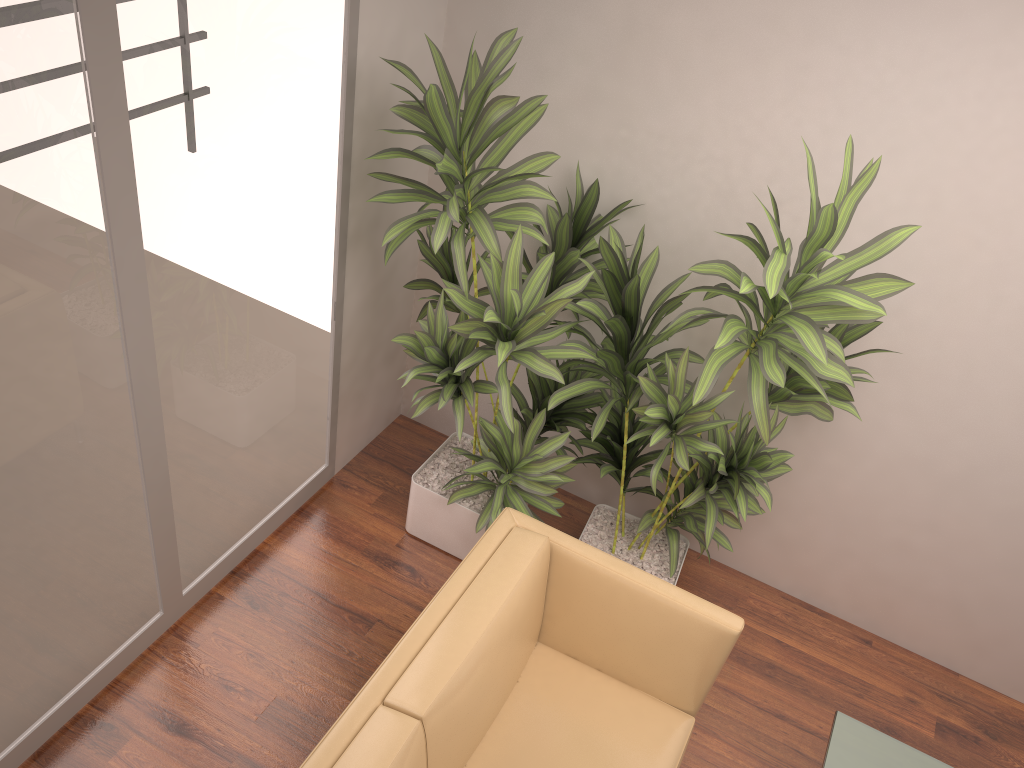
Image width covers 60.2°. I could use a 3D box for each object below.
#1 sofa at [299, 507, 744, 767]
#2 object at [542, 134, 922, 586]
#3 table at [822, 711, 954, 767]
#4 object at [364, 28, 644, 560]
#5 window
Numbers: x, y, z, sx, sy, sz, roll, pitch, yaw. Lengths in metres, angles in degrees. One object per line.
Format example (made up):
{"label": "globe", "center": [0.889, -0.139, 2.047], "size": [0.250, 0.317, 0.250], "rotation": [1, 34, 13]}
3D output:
{"label": "sofa", "center": [-0.092, 1.284, 2.486], "size": [0.871, 0.878, 1.733], "rotation": [25, 39, 15]}
{"label": "object", "center": [0.621, 0.061, 3.162], "size": [1.061, 2.205, 0.939], "rotation": [33, 43, 25]}
{"label": "table", "center": [1.008, 1.895, 2.261], "size": [0.931, 0.587, 1.799], "rotation": [25, 39, 15]}
{"label": "object", "center": [0.019, -0.194, 3.314], "size": [0.945, 2.205, 1.054], "rotation": [37, 45, 28]}
{"label": "window", "center": [-2.330, 1.004, 0.056], "size": [0.061, 3.438, 8.235], "rotation": [25, 39, 16]}
